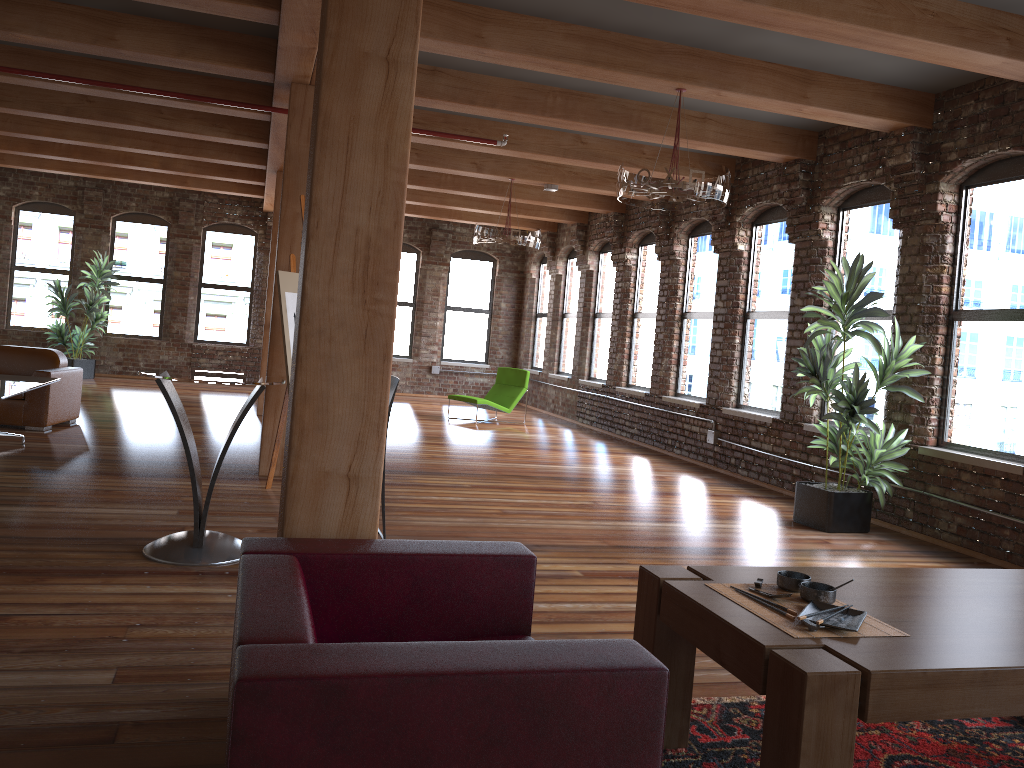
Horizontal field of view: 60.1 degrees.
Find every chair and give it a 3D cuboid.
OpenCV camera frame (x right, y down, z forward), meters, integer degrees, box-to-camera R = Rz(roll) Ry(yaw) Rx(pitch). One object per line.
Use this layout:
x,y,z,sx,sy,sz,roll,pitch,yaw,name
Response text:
-0.258,0.810,2.214,0.864,0.592,1.073,4,2,-16,chair
-0.344,0.147,12.873,0.954,0.796,0.682,3,2,-41,chair
-4.877,0.015,8.595,1.063,0.735,0.831,5,2,-6,chair
-0.880,0.436,4.696,0.466,0.981,0.430,5,1,-16,chair

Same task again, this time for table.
1.347,0.948,2.667,1.748,0.550,0.902,4,2,-16,table
-1.583,0.417,4.583,0.722,0.924,0.722,5,1,8,table
-4.129,0.266,6.664,0.938,0.560,1.875,4,3,-16,table

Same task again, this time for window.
1.374,-1.074,13.342,0.233,2.214,0.970,5,1,-17,window
3.426,-0.530,6.305,0.235,2.214,0.970,5,1,-17,window
3.016,-0.639,7.713,0.235,2.214,0.970,5,1,-17,window
-0.824,-1.447,16.936,0.967,2.218,0.219,5,0,-16,window
-7.904,-1.970,14.922,0.967,2.169,0.086,5,0,-16,window
0.963,-1.182,14.751,0.231,2.214,0.970,5,1,-17,window
-5.055,-1.738,15.691,0.967,2.227,0.221,5,0,-16,window
-2.246,-1.547,16.518,0.967,2.218,0.219,5,0,-16,window
2.196,-0.856,10.530,0.236,2.214,0.970,5,1,-17,window
2.604,-0.748,9.121,0.232,2.214,0.970,5,1,-17,window
-6.477,-1.871,15.342,0.967,2.169,0.086,5,0,-16,window
1.782,-0.965,11.937,0.230,2.214,0.970,5,1,-17,window
0.545,-1.293,16.184,0.232,2.214,0.970,5,1,-17,window

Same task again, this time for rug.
1.282,1.216,2.649,2.460,0.009,1.346,4,3,-16,rug

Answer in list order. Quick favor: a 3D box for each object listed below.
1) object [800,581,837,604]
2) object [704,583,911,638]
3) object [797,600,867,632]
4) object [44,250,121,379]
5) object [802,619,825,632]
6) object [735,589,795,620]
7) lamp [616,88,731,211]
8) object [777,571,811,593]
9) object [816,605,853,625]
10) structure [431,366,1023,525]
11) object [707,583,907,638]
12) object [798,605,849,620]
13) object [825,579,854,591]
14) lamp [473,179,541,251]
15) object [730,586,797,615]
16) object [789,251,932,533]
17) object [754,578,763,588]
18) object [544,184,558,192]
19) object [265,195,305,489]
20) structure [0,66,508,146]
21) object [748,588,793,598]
0.895,0.613,2.590,0.099,0.043,0.099,6,3,21,object
0.815,0.633,2.507,0.352,0.001,0.470,4,3,-16,object
0.870,0.633,2.402,0.154,0.018,0.213,6,3,29,object
-7.028,-1.155,14.377,1.078,2.103,0.969,4,1,-38,object
0.781,0.629,2.296,0.018,0.021,0.059,4,3,-30,object
0.711,0.620,2.507,0.007,0.008,0.271,4,3,-21,object
1.182,-1.713,6.371,0.811,0.814,0.808,6,2,26,lamp
0.859,0.604,2.702,0.099,0.043,0.099,5,3,10,object
0.878,0.622,2.400,0.007,0.008,0.270,6,3,39,object
1.892,0.415,10.686,1.631,0.313,13.739,4,3,-23,structure
0.814,0.633,2.506,0.331,0.003,0.472,4,3,-16,object
0.852,0.619,2.412,0.270,0.008,0.007,2,3,-42,object
0.920,0.589,2.571,0.138,0.080,0.045,7,2,39,object
-0.034,-2.035,10.544,0.810,0.814,0.809,5,2,20,lamp
0.718,0.618,2.548,0.007,0.008,0.271,4,3,-27,object
2.587,0.059,6.849,0.966,2.103,1.081,5,1,-3,object
0.747,0.606,2.685,0.018,0.021,0.059,6,3,25,object
0.474,-2.381,10.721,0.145,0.072,0.148,4,3,-16,object
-1.391,-0.271,6.257,0.686,2.140,0.701,5,1,34,object
-3.294,-2.492,7.300,6.801,0.112,0.051,4,1,-16,structure
0.755,0.607,2.592,0.045,0.030,0.153,4,3,-32,object
